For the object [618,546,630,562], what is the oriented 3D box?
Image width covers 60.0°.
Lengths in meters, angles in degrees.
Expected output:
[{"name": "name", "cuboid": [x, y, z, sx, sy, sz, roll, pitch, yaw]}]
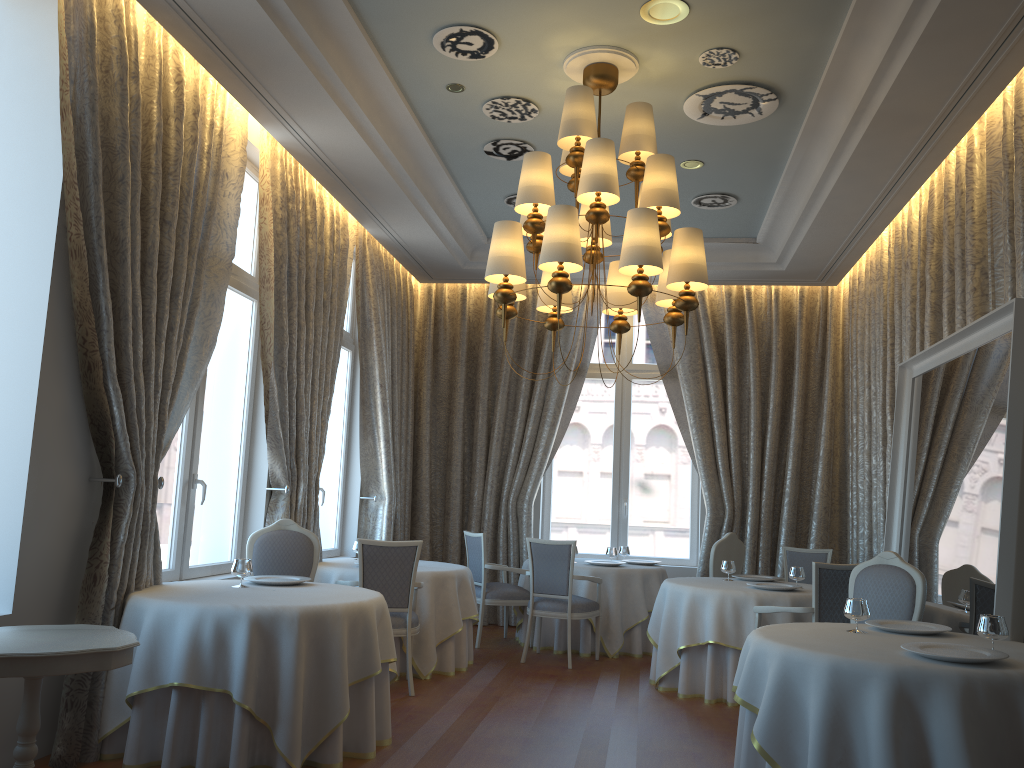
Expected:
[{"name": "object", "cuboid": [1.215, 1.841, 9.602, 0.128, 0.165, 0.128, 1, -8, 9]}]

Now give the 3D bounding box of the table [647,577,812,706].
[{"name": "table", "cuboid": [1.971, 2.095, 7.270, 1.663, 0.890, 1.667, -1, -8, 22]}]

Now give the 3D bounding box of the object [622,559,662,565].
[{"name": "object", "cuboid": [1.359, 1.871, 9.301, 0.419, 0.036, 0.419, 2, -8, 8]}]

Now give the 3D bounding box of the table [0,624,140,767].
[{"name": "table", "cuboid": [-2.011, 1.467, 3.691, 0.761, 0.801, 0.760, 9, -10, -41]}]

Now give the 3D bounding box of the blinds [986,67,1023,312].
[{"name": "blinds", "cuboid": [2.810, -0.379, 3.645, 0.238, 4.819, 4.439, 1, -8, 9]}]

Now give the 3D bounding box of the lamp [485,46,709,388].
[{"name": "lamp", "cuboid": [0.543, -1.075, 5.739, 1.373, 2.121, 1.373, 10, -10, -43]}]

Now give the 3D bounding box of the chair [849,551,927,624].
[{"name": "chair", "cuboid": [1.989, 1.589, 5.139, 0.690, 1.233, 0.563, 7, -9, -31]}]

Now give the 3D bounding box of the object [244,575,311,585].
[{"name": "object", "cuboid": [-1.493, 1.253, 5.651, 0.419, 0.036, 0.419, 2, -8, 8]}]

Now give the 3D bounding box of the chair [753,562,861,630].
[{"name": "chair", "cuboid": [2.139, 1.808, 6.299, 0.650, 1.108, 0.629, 6, -8, -21]}]

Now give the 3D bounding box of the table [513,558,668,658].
[{"name": "table", "cuboid": [0.862, 2.313, 9.272, 1.667, 0.890, 1.663, -1, -9, 27]}]

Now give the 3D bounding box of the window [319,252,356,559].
[{"name": "window", "cuboid": [-1.901, 0.081, 8.799, 0.196, 3.306, 1.881, 1, -8, 9]}]

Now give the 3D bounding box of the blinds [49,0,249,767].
[{"name": "blinds", "cuboid": [-2.138, -0.377, 5.211, 0.315, 4.930, 2.204, 1, -8, 9]}]

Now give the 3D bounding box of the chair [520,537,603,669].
[{"name": "chair", "cuboid": [0.441, 1.984, 8.187, 0.650, 1.108, 0.629, -1, -8, 24]}]

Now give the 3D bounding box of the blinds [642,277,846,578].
[{"name": "blinds", "cuboid": [2.656, 0.507, 10.178, 2.476, 4.901, 0.386, 1, -8, 9]}]

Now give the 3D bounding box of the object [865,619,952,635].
[{"name": "object", "cuboid": [2.083, 1.283, 4.668, 0.419, 0.036, 0.419, 2, -8, 8]}]

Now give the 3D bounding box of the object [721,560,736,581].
[{"name": "object", "cuboid": [1.861, 1.605, 7.625, 0.128, 0.165, 0.128, 1, -8, 9]}]

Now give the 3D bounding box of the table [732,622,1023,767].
[{"name": "table", "cuboid": [1.894, 1.682, 4.210, 1.663, 0.890, 1.667, 3, -8, -2]}]

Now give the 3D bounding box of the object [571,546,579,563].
[{"name": "object", "cuboid": [0.619, 1.746, 9.095, 0.128, 0.165, 0.128, 1, -8, 9]}]

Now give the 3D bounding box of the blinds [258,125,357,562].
[{"name": "blinds", "cuboid": [-1.754, -0.036, 7.616, 0.335, 4.969, 2.257, 1, -8, 9]}]

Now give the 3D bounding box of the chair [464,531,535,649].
[{"name": "chair", "cuboid": [-0.149, 2.069, 9.015, 0.629, 1.108, 0.650, 6, -8, -26]}]

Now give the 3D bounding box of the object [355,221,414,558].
[{"name": "object", "cuboid": [-1.372, 0.313, 9.744, 0.386, 4.901, 2.121, 1, -8, 9]}]

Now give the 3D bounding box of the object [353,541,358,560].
[{"name": "object", "cuboid": [-1.389, 1.519, 8.085, 0.128, 0.165, 0.128, 1, -8, 9]}]

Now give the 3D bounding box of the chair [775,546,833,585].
[{"name": "chair", "cuboid": [2.733, 2.112, 8.367, 0.650, 1.108, 0.629, -2, -9, 29]}]

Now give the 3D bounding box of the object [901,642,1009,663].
[{"name": "object", "cuboid": [1.904, 1.162, 3.823, 0.419, 0.036, 0.419, 2, -8, 8]}]

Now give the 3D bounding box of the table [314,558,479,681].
[{"name": "table", "cuboid": [-1.111, 2.022, 7.762, 1.667, 0.890, 1.663, 2, -8, 3]}]

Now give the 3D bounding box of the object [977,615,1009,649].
[{"name": "object", "cuboid": [2.181, 1.137, 4.024, 0.128, 0.165, 0.128, 1, -8, 9]}]

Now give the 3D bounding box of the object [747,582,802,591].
[{"name": "object", "cuboid": [2.052, 1.586, 6.940, 0.419, 0.036, 0.419, 2, -8, 8]}]

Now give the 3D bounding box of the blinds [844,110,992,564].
[{"name": "blinds", "cuboid": [3.453, 0.224, 7.927, 0.238, 4.819, 4.439, 1, -8, 9]}]

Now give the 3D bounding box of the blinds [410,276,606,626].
[{"name": "blinds", "cuboid": [-0.185, 0.438, 10.619, 2.535, 4.901, 0.386, 1, -8, 9]}]

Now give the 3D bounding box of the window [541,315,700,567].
[{"name": "window", "cuboid": [1.341, 0.497, 10.801, 1.881, 3.306, 0.196, 1, -8, 9]}]

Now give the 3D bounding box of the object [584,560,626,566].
[{"name": "object", "cuboid": [0.933, 1.797, 8.887, 0.419, 0.036, 0.419, 2, -8, 8]}]

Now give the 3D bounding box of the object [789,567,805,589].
[{"name": "object", "cuboid": [2.304, 1.564, 7.167, 0.128, 0.165, 0.128, 1, -8, 9]}]

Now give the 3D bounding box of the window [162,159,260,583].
[{"name": "window", "cuboid": [-2.222, -0.249, 6.444, 0.259, 3.306, 1.882, 1, -8, 8]}]

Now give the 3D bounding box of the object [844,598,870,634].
[{"name": "object", "cuboid": [1.773, 1.190, 4.556, 0.128, 0.165, 0.128, -4, -10, 39]}]

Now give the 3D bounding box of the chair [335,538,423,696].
[{"name": "chair", "cuboid": [-1.000, 1.720, 6.700, 0.650, 1.108, 0.629, 5, -8, -16]}]

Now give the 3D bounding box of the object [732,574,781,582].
[{"name": "object", "cuboid": [2.135, 1.698, 7.748, 0.419, 0.036, 0.419, 2, -8, 8]}]

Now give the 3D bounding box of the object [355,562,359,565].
[{"name": "object", "cuboid": [-1.096, 1.500, 7.359, 0.419, 0.036, 0.419, 2, -8, 8]}]

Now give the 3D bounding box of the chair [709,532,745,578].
[{"name": "chair", "cuboid": [1.866, 2.058, 8.680, 0.563, 1.233, 0.690, 9, -10, -41]}]

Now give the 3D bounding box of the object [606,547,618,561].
[{"name": "object", "cuboid": [1.036, 1.779, 9.204, 0.128, 0.165, 0.128, 1, -8, 9]}]

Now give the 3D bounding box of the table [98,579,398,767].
[{"name": "table", "cuboid": [-1.506, 1.658, 5.178, 1.663, 0.890, 1.667, 3, -8, -2]}]

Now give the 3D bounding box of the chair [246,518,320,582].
[{"name": "chair", "cuboid": [-1.576, 1.547, 6.032, 0.563, 1.233, 0.690, 5, -8, -16]}]

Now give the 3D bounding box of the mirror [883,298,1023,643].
[{"name": "mirror", "cuboid": [2.770, 0.962, 5.677, 0.385, 2.564, 2.251, 1, -8, 9]}]

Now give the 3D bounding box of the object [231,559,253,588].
[{"name": "object", "cuboid": [-1.636, 1.144, 5.369, 0.128, 0.165, 0.128, 4, -8, -9]}]
